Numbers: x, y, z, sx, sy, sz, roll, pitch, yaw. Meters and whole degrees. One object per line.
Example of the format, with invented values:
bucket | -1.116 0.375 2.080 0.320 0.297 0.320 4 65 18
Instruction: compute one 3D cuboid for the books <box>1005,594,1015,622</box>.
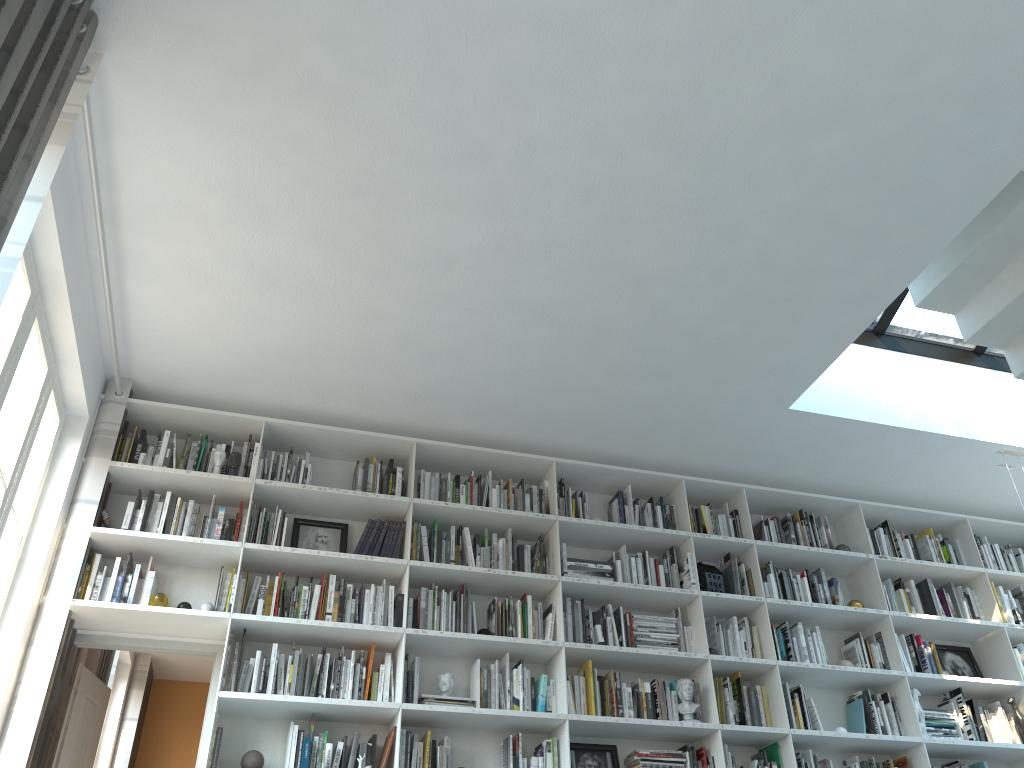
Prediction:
books | 3.172 1.498 5.750 0.049 0.222 0.162 9 -36 -14

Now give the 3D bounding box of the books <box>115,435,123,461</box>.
books | -2.091 0.407 4.694 0.014 0.218 0.189 9 -36 -14

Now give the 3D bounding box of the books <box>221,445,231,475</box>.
books | -1.572 0.480 4.846 0.027 0.258 0.147 9 -36 -14

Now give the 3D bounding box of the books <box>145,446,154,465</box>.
books | -1.944 0.455 4.746 0.031 0.194 0.146 9 -36 -14

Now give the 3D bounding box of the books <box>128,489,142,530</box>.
books | -1.943 0.708 4.558 0.011 0.295 0.163 9 -36 -14

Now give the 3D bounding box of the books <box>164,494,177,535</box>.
books | -1.773 0.735 4.597 0.037 0.290 0.156 9 -36 -14

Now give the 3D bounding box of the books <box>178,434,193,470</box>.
books | -1.773 0.437 4.799 0.039 0.281 0.182 9 -36 -14

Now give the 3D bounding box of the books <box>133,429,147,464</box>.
books | -1.991 0.402 4.733 0.025 0.268 0.178 9 -36 -14

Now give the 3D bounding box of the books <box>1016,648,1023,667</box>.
books | 3.187 1.829 5.616 0.026 0.255 0.174 9 -36 -14

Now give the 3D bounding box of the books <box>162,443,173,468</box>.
books | -1.848 0.450 4.750 0.030 0.205 0.176 9 -36 -14

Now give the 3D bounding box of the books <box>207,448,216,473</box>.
books | -1.641 0.486 4.825 0.021 0.225 0.157 9 -36 -14

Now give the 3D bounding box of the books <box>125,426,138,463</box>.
books | -2.034 0.390 4.729 0.014 0.284 0.176 9 -36 -14

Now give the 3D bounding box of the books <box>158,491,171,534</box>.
books | -1.795 0.722 4.573 0.021 0.284 0.180 9 -36 -14

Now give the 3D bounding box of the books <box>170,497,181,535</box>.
books | -1.746 0.744 4.590 0.013 0.267 0.163 9 -36 -14

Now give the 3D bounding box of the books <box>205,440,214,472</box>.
books | -1.658 0.464 4.835 0.013 0.273 0.159 9 -36 -14

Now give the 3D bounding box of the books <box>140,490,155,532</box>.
books | -1.876 0.713 4.555 0.023 0.281 0.187 9 -36 -14

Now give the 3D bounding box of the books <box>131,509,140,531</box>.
books | -1.928 0.760 4.542 0.024 0.191 0.139 9 -36 -14

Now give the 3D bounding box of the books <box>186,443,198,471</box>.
books | -1.745 0.462 4.815 0.030 0.256 0.130 9 -36 -14

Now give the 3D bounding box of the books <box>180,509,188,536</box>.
books | -1.710 0.782 4.613 0.011 0.230 0.136 9 -36 -14

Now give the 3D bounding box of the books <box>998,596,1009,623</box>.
books | 3.113 1.494 5.728 0.024 0.204 0.166 9 -36 -14

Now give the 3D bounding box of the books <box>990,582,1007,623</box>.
books | 3.096 1.455 5.749 0.010 0.292 0.184 9 -36 -14

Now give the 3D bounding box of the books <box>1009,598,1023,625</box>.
books | 3.208 1.512 5.746 0.024 0.192 0.191 9 -36 -14

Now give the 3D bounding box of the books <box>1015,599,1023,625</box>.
books | 3.284 1.530 5.789 0.025 0.210 0.135 9 -36 -14

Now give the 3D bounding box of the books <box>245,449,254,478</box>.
books | -1.452 0.502 4.881 0.025 0.258 0.139 9 -36 -14

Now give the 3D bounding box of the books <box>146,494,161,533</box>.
books | -1.858 0.727 4.580 0.028 0.286 0.133 9 -36 -14

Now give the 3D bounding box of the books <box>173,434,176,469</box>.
books | -1.814 0.429 4.770 0.057 0.261 0.191 9 -36 -14

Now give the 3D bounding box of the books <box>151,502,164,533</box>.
books | -1.833 0.751 4.572 0.024 0.237 0.156 9 -36 -14

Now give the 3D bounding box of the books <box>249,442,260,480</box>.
books | -1.417 0.488 4.856 0.024 0.250 0.236 9 -36 -14

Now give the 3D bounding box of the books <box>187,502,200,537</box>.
books | -1.658 0.763 4.605 0.030 0.249 0.166 9 -36 -14

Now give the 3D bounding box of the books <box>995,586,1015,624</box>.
books | 3.139 1.469 5.744 0.026 0.261 0.190 9 -36 -14

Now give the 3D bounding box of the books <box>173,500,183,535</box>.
books | -1.734 0.753 4.587 0.012 0.247 0.193 9 -36 -14

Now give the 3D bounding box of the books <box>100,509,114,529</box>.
books | -2.041 0.746 4.506 0.121 0.174 0.130 9 -36 -14

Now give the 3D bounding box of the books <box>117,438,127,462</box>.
books | -2.079 0.418 4.718 0.024 0.226 0.130 9 -36 -14

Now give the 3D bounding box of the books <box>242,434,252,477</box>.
books | -1.470 0.464 4.893 0.014 0.335 0.168 9 -36 -14

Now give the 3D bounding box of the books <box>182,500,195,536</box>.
books | -1.685 0.755 4.601 0.025 0.259 0.168 9 -36 -14

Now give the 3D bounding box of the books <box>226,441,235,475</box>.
books | -1.556 0.477 4.870 0.013 0.290 0.155 9 -36 -14

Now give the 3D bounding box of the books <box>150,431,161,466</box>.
books | -1.920 0.415 4.763 0.010 0.279 0.161 9 -36 -14

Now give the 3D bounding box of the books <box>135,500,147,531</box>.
books | -1.899 0.734 4.538 0.023 0.227 0.172 9 -36 -14

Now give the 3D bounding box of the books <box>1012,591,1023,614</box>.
books | 3.312 1.506 5.792 0.023 0.252 0.190 9 -36 -14

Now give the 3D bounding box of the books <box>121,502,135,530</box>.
books | -1.964 0.736 4.528 0.034 0.216 0.167 9 -36 -14

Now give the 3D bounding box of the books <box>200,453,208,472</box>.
books | -1.673 0.493 4.800 0.024 0.186 0.160 9 -36 -14

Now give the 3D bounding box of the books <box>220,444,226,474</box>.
books | -1.596 0.480 4.841 0.021 0.252 0.180 9 -36 -14

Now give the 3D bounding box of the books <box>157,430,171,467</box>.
books | -1.879 0.419 4.773 0.028 0.282 0.190 9 -36 -14

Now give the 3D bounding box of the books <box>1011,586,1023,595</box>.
books | 3.332 1.495 5.813 0.022 0.295 0.153 9 -36 -14

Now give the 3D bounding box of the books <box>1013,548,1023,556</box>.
books | 3.534 1.293 6.149 0.069 0.275 0.132 9 -36 -14

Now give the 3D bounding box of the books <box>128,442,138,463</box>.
books | -2.015 0.432 4.710 0.024 0.193 0.168 9 -36 -14

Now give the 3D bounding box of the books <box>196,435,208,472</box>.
books | -1.702 0.444 4.839 0.029 0.313 0.130 9 -36 -14

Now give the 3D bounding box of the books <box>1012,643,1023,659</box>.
books | 3.210 1.813 5.619 0.014 0.284 0.186 9 -36 -14

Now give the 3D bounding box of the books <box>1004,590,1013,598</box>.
books | 3.226 1.496 5.783 0.023 0.262 0.159 9 -36 -14

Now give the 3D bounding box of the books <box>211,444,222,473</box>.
books | -1.615 0.476 4.825 0.025 0.242 0.168 9 -36 -14

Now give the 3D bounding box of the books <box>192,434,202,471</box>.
books | -1.720 0.439 4.822 0.014 0.302 0.146 9 -36 -14

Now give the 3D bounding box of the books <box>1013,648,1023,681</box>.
books | 3.156 1.821 5.596 0.023 0.246 0.183 9 -36 -14

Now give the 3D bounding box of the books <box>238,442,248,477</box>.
books | -1.488 0.485 4.878 0.022 0.285 0.176 9 -36 -14

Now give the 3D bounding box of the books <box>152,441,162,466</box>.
books | -1.906 0.444 4.758 0.024 0.226 0.158 9 -36 -14

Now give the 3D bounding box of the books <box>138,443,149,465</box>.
books | -1.965 0.441 4.717 0.028 0.185 0.183 9 -36 -14

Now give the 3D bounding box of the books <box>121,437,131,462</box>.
books | -2.054 0.418 4.714 0.023 0.222 0.151 9 -36 -14

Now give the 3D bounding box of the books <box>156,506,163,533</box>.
books | -1.813 0.760 4.559 0.010 0.207 0.166 9 -36 -14

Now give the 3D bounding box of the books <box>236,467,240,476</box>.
books | -1.511 0.523 4.844 0.028 0.183 0.168 9 -36 -14

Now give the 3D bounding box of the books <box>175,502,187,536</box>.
books | -1.718 0.758 4.590 0.022 0.242 0.174 9 -36 -14
